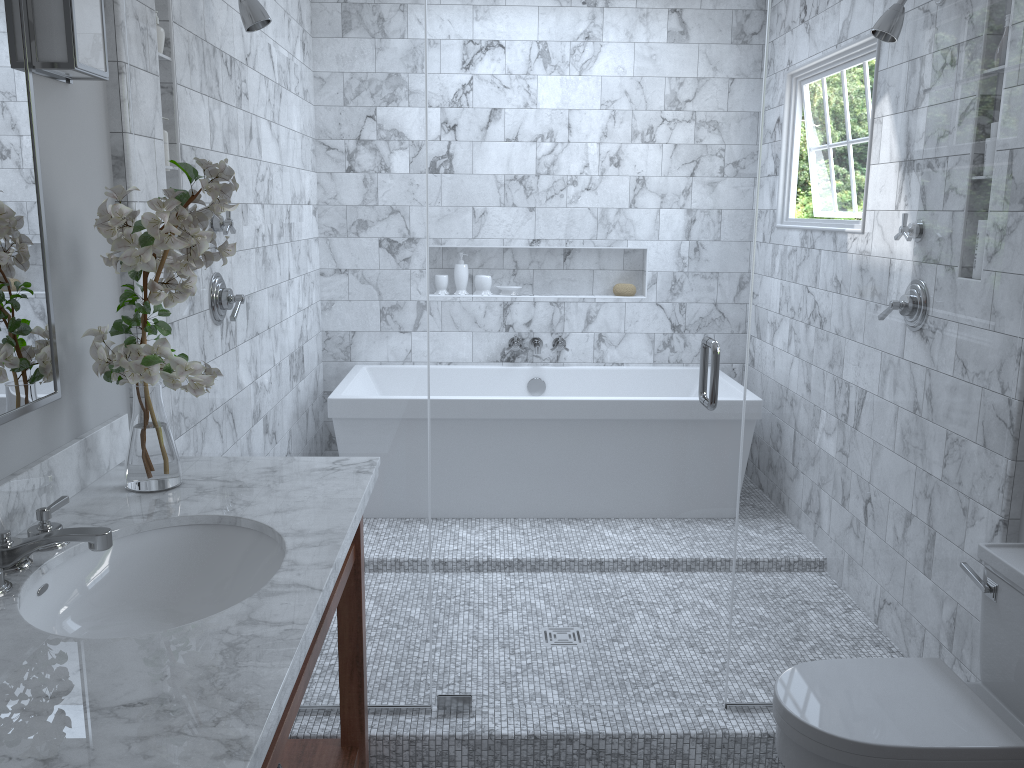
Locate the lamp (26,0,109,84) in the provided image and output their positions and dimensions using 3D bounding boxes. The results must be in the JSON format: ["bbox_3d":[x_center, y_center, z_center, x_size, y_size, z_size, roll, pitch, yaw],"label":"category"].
[{"bbox_3d":[-0.906,-0.760,1.803,0.091,0.266,0.175,0,11,-2],"label":"lamp"}]

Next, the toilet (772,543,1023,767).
[{"bbox_3d":[0.932,0.769,1.962,0.722,0.727,0.490,0,11,-2],"label":"toilet"}]

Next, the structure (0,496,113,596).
[{"bbox_3d":[-0.854,0.281,1.526,0.256,0.069,0.295,-9,15,-41],"label":"structure"}]

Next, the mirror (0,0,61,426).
[{"bbox_3d":[-0.927,-0.382,1.390,0.030,0.977,0.694,0,11,-2],"label":"mirror"}]

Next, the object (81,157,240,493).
[{"bbox_3d":[-0.712,-0.110,1.865,0.374,0.706,0.225,7,13,29],"label":"object"}]

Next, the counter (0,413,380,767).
[{"bbox_3d":[-0.630,0.717,1.480,0.638,0.983,1.657,0,11,-2],"label":"counter"}]

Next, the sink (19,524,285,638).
[{"bbox_3d":[-0.624,0.469,1.556,0.517,0.270,0.494,-10,15,-42],"label":"sink"}]

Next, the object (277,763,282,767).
[{"bbox_3d":[-0.592,0.884,1.762,0.322,0.213,0.302,1,11,0],"label":"object"}]
